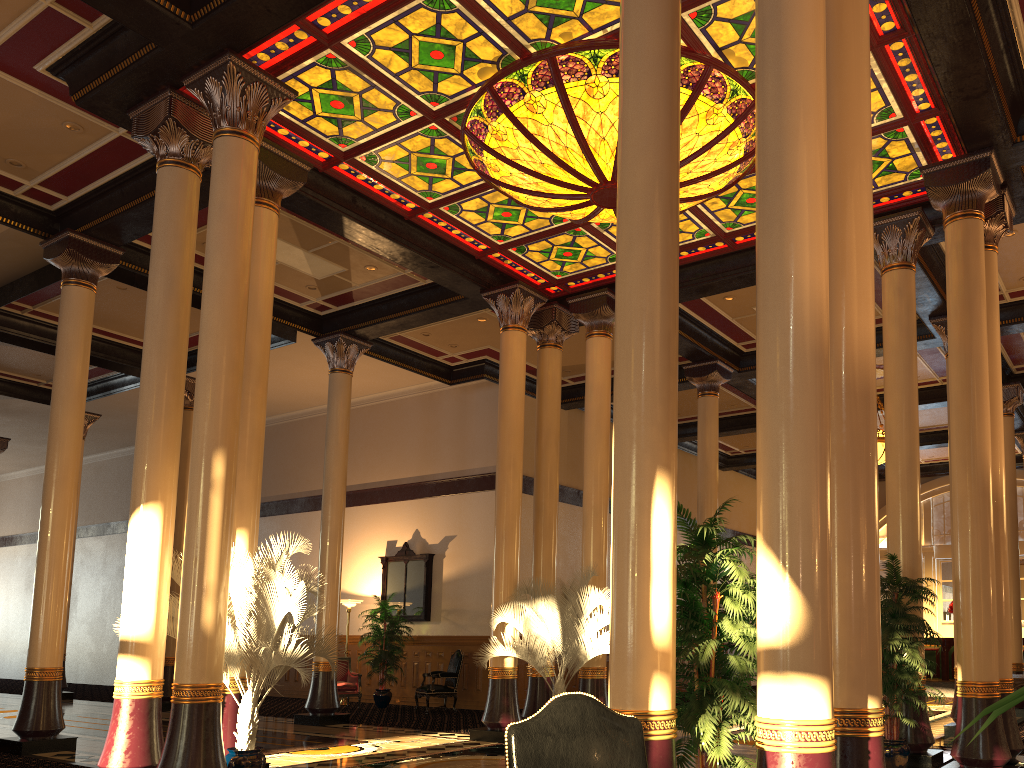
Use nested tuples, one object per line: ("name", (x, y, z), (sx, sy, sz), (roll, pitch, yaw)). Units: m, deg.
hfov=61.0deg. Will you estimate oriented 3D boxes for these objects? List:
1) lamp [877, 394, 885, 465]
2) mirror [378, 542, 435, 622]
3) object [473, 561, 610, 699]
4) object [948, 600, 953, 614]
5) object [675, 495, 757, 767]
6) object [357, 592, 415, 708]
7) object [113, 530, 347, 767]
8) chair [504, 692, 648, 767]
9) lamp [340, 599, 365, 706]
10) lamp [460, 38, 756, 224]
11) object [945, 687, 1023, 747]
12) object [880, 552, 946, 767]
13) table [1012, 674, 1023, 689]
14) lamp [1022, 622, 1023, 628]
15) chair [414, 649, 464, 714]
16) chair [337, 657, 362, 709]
("lamp", (6.548, 0.751, 15.940), (1.155, 1.867, 1.254), (-5, -11, 30))
("mirror", (-2.089, 3.855, 16.962), (1.346, 1.521, 0.210), (-7, -10, 35))
("object", (0.803, 3.369, 10.976), (1.772, 2.226, 2.185), (-8, -14, 39))
("object", (6.197, 0.020, 7.741), (0.655, 4.194, 31.424), (-2, -16, 19))
("object", (1.172, 1.713, 5.123), (1.087, 2.107, 1.052), (2, -9, -5))
("object", (-2.363, 4.931, 16.153), (1.087, 2.107, 1.052), (2, -9, -5))
("object", (-2.086, 2.400, 7.716), (2.000, 2.211, 1.908), (-4, -12, 24))
("chair", (0.354, 1.520, 2.666), (0.775, 1.076, 0.726), (9, -13, -38))
("lamp", (-3.180, 5.165, 16.730), (0.584, 1.971, 0.589), (1, -8, -3))
("lamp", (0.993, -2.113, 8.524), (2.912, 0.589, 3.172), (-10, -19, 33))
("object", (0.661, 0.677, 0.367), (1.025, 1.406, 1.123), (5, -12, -24))
("object", (3.714, 2.737, 8.537), (1.008, 2.107, 1.133), (-3, -10, 25))
("table", (7.477, 4.599, 12.500), (1.075, 0.756, 1.727), (-9, -17, 35))
("lamp", (12.066, 5.839, 20.762), (0.428, 0.434, 0.429), (3, -12, -9))
("chair", (-1.291, 5.217, 15.299), (0.774, 1.076, 0.727), (6, -11, -29))
("chair", (-3.155, 5.460, 15.863), (0.715, 0.901, 0.631), (8, -12, -33))
